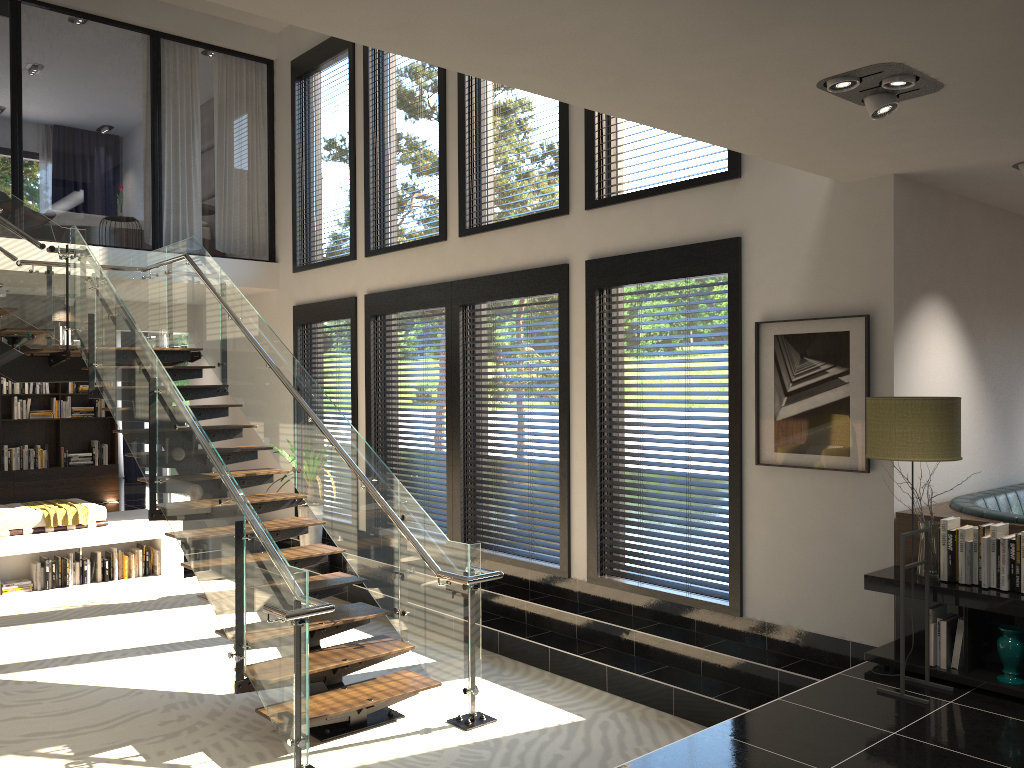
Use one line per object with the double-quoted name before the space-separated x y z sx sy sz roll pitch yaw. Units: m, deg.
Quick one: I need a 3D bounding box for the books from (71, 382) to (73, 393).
"books" -5.764 -0.005 11.575 0.023 0.261 0.146 -1 1 -41

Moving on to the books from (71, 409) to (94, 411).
"books" -5.648 0.337 11.626 0.260 0.021 0.167 0 0 -43

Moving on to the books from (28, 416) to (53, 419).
"books" -6.023 0.429 11.305 0.274 0.025 0.156 0 0 -44

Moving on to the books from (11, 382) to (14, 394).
"books" -6.262 0.011 11.085 0.027 0.228 0.208 -1 1 -41

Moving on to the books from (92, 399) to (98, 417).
"books" -5.514 0.316 11.723 0.030 0.244 0.176 -1 1 -41

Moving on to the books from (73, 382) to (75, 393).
"books" -5.734 0.027 11.579 0.026 0.196 0.147 -1 1 -41

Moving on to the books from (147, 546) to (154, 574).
"books" -3.890 1.889 9.513 0.043 0.287 0.147 -1 1 -41

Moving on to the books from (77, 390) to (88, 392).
"books" -5.598 0.092 11.730 0.272 0.021 0.156 0 0 -42

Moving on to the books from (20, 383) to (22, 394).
"books" -6.198 0.022 11.169 0.020 0.206 0.147 -1 1 -41

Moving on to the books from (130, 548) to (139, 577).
"books" -4.010 1.891 9.406 0.039 0.284 0.199 -1 1 -41

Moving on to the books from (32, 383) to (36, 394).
"books" -6.075 -0.008 11.261 0.032 0.265 0.149 -1 1 -41

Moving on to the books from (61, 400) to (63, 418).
"books" -5.843 0.323 11.470 0.025 0.232 0.156 -1 1 -41

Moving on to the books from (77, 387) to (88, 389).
"books" -5.594 0.051 11.724 0.260 0.020 0.167 0 0 -43

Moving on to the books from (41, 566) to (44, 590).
"books" -4.695 1.924 8.822 0.027 0.226 0.165 -1 1 -41

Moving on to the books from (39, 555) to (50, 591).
"books" -4.651 1.878 8.823 0.043 0.316 0.209 -1 1 -41

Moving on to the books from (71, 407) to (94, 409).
"books" -5.652 0.315 11.631 0.272 0.022 0.156 0 0 -42

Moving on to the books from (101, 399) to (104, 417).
"books" -5.455 0.312 11.771 0.026 0.251 0.178 -1 1 -41

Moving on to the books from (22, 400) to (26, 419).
"books" -6.153 0.320 11.151 0.036 0.244 0.194 -1 1 -41

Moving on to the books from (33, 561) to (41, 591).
"books" -4.706 1.900 8.791 0.030 0.273 0.168 -1 1 -41

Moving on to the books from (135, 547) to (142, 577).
"books" -3.972 1.890 9.413 0.028 0.285 0.210 -1 1 -41

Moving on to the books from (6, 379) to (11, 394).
"books" -6.287 0.027 11.074 0.024 0.197 0.174 -1 1 -41

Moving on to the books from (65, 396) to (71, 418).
"books" -5.767 0.301 11.509 0.031 0.277 0.168 -1 1 -41

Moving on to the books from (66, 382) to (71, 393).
"books" -5.783 0.015 11.562 0.024 0.219 0.174 -1 1 -41

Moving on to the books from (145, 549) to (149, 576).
"books" -3.921 1.896 9.462 0.030 0.273 0.185 -1 1 -41

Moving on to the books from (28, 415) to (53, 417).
"books" -6.022 0.403 11.303 0.275 0.025 0.156 0 0 -45

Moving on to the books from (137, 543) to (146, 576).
"books" -3.955 1.868 9.447 0.042 0.328 0.205 -1 1 -41

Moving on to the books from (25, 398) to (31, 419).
"books" -6.134 0.311 11.208 0.067 0.261 0.159 -1 1 -41

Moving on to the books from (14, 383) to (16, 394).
"books" -6.248 0.006 11.109 0.027 0.239 0.153 -1 1 -41

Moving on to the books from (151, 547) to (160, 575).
"books" -3.835 1.900 9.511 0.037 0.264 0.272 -1 1 -41

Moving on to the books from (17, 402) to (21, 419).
"books" -6.193 0.333 11.106 0.023 0.218 0.196 -1 1 -41

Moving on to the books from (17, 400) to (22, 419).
"books" -6.194 0.320 11.148 0.030 0.245 0.166 -1 1 -41

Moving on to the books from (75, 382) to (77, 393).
"books" -5.736 0.003 11.619 0.025 0.243 0.119 -1 1 -41

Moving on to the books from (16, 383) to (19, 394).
"books" -6.223 -0.004 11.122 0.028 0.258 0.208 -1 1 -41

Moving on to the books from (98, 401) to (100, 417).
"books" -5.500 0.332 11.749 0.025 0.212 0.168 -1 1 -41

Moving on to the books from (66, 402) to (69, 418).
"books" -5.781 0.334 11.483 0.026 0.209 0.184 -1 1 -41

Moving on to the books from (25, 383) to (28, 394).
"books" -6.140 0.009 11.185 0.028 0.231 0.167 -1 1 -41

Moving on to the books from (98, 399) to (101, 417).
"books" -5.487 0.315 11.771 0.023 0.246 0.147 -1 1 -41

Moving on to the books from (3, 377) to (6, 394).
"books" -6.337 -0.010 11.048 0.031 0.272 0.158 -1 1 -41

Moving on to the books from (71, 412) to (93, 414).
"books" -5.656 0.380 11.636 0.247 0.022 0.148 0 0 -40

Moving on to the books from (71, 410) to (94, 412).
"books" -5.649 0.358 11.627 0.156 0.022 0.268 0 0 45

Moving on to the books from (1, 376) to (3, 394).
"books" -6.362 0.012 11.030 0.030 0.228 0.176 -1 1 -41

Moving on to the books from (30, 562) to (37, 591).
"books" -4.745 1.905 8.794 0.026 0.263 0.156 -1 1 -41

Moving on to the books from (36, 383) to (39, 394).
"books" -6.049 0.035 11.276 0.027 0.179 0.164 -1 1 -41

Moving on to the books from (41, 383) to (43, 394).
"books" -6.034 0.020 11.338 0.030 0.208 0.119 -1 1 -41

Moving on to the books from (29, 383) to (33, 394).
"books" -6.111 0.039 11.242 0.047 0.171 0.167 -1 1 -41

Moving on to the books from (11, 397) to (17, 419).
"books" -6.237 0.300 11.115 0.030 0.284 0.176 -1 1 -41

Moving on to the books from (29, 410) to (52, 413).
"books" -6.024 0.354 11.304 0.274 0.025 0.156 0 0 -38

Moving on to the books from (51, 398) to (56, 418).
"books" -5.902 0.309 11.411 0.026 0.263 0.156 -1 1 -41

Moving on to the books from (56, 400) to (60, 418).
"books" -5.885 0.325 11.440 0.037 0.232 0.231 -1 1 -41

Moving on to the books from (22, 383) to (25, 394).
"books" -6.170 0.003 11.175 0.030 0.244 0.142 -1 1 -41

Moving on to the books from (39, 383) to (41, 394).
"books" -6.036 0.031 11.300 0.024 0.187 0.148 -1 1 -41

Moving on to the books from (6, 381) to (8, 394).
"books" -6.315 0.044 11.068 0.027 0.162 0.125 -1 1 -41

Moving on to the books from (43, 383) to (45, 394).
"books" -6.000 0.014 11.341 0.024 0.220 0.148 -1 1 -41

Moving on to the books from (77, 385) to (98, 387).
"books" -5.603 0.031 11.735 0.246 0.021 0.148 0 0 -41

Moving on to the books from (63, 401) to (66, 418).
"books" -5.814 0.332 11.479 0.029 0.214 0.149 -1 1 -41

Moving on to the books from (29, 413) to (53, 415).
"books" -6.020 0.379 11.300 0.261 0.024 0.167 0 0 -44

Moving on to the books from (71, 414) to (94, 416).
"books" -5.649 0.402 11.629 0.274 0.022 0.156 0 0 -44

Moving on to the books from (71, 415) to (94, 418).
"books" -5.641 0.426 11.620 0.288 0.026 0.175 0 0 -37
